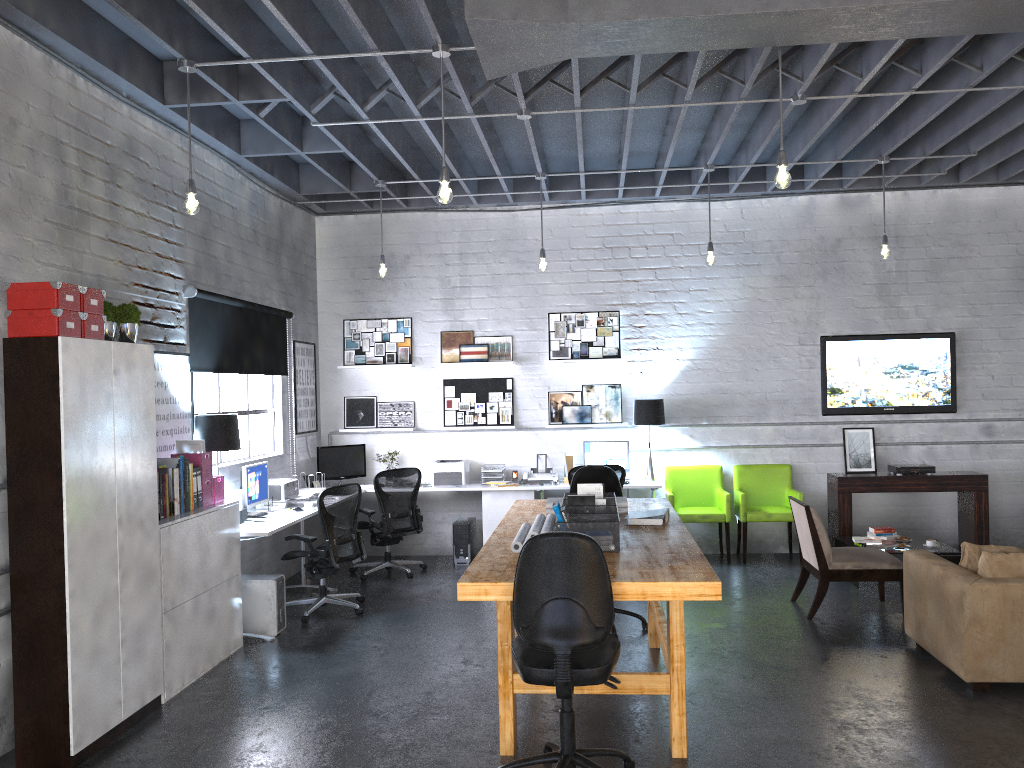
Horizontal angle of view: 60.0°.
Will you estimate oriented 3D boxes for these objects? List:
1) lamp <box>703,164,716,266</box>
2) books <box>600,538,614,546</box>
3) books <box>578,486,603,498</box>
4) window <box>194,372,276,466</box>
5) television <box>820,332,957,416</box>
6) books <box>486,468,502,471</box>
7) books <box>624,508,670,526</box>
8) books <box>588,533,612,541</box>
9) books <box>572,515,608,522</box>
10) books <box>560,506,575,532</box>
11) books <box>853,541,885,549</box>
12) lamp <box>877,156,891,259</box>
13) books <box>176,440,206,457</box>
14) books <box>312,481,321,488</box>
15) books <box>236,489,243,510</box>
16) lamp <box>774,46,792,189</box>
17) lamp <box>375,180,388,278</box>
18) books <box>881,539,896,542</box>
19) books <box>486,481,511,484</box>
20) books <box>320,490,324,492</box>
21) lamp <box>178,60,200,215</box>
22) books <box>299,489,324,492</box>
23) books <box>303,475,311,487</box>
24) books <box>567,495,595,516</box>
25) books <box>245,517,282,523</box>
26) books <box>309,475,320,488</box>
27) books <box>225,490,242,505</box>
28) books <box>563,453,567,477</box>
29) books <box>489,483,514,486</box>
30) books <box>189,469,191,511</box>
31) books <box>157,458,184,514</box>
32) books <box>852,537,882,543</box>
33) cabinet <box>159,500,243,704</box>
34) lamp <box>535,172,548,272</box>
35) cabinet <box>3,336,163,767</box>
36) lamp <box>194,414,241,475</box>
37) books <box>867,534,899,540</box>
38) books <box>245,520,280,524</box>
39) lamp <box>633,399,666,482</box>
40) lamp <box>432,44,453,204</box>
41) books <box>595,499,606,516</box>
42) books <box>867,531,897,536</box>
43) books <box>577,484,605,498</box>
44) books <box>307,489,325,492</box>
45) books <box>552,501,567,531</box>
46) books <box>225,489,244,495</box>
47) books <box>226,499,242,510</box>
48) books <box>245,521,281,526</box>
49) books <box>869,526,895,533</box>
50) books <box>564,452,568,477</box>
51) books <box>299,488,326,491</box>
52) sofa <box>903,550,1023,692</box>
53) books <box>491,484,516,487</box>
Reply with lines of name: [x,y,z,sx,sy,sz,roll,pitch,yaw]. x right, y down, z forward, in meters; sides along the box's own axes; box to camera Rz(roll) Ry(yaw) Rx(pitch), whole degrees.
lamp: [1.744,-1.484,7.822,0.104,0.878,0.104,-1,1,5]
books: [0.447,0.822,4.548,0.155,0.029,0.226,-1,0,5]
books: [0.494,0.743,5.572,0.158,0.200,0.082,-1,0,5]
window: [-2.351,0.046,7.487,0.030,1.220,1.821,-1,0,5]
television: [3.800,-0.098,8.960,1.324,0.816,0.021,-1,1,5]
books: [-0.191,0.887,9.213,0.134,0.008,0.203,-1,0,-11]
books: [0.819,0.802,5.371,0.244,0.067,0.298,-1,0,15]
books: [0.444,0.776,4.544,0.127,0.022,0.181,-1,0,0]
books: [0.415,0.751,4.859,0.232,0.027,0.185,-1,0,-23]
books: [0.298,0.736,4.536,0.097,0.209,0.157,-1,0,5]
books: [3.109,1.399,7.728,0.174,0.045,0.240,-1,0,-5]
lamp: [3.225,-1.521,7.681,0.104,0.878,0.104,-2,1,-41]
books: [-2.141,0.505,5.923,0.192,0.267,0.060,-1,1,5]
books: [-1.934,0.999,8.786,0.037,0.076,0.102,-1,0,20]
books: [-2.144,0.930,6.782,0.177,0.246,0.026,-1,1,5]
lamp: [1.459,-1.497,4.807,0.104,0.878,0.104,-1,1,5]
lamp: [-1.190,-1.411,8.100,0.104,0.878,0.104,-1,1,5]
books: [3.325,1.403,8.016,0.223,0.032,0.161,-1,0,-15]
books: [-0.132,0.987,8.876,0.211,0.014,0.148,-2,0,20]
books: [-1.951,1.022,8.461,0.297,0.006,0.210,-1,0,5]
lamp: [-1.862,-1.415,5.122,0.104,0.878,0.104,-1,1,5]
books: [-1.952,1.011,8.461,0.297,0.006,0.210,-1,0,5]
books: [-2.020,0.961,8.822,0.052,0.109,0.133,-1,0,20]
books: [0.395,0.735,5.041,0.158,0.214,0.063,-1,1,5]
books: [-1.870,1.021,6.668,0.212,0.010,0.170,-2,0,32]
books: [-1.958,0.968,8.784,0.017,0.121,0.184,-1,0,20]
books: [-2.147,0.932,6.764,0.172,0.243,0.026,-1,1,6]
books: [0.552,0.857,9.109,0.036,0.296,0.210,-1,0,5]
books: [-0.105,1.000,8.877,0.211,0.014,0.148,-1,0,-20]
books: [-2.136,0.678,5.670,0.161,0.266,0.026,-1,1,5]
books: [-2.153,0.638,5.563,0.176,0.346,0.053,-1,1,5]
books: [3.102,1.363,7.750,0.223,0.027,0.161,-1,0,15]
cabinet: [-2.176,1.325,5.652,0.465,1.021,1.151,-1,0,5]
lamp: [0.268,-1.447,7.961,0.104,0.878,0.104,-1,1,5]
cabinet: [-2.188,0.805,4.605,0.291,2.047,0.873,-1,0,5]
lamp: [-2.135,0.638,6.437,0.333,0.832,0.333,-2,1,-33]
books: [3.350,1.374,8.008,0.161,0.026,0.223,-1,0,-25]
books: [-1.874,1.032,6.664,0.209,0.012,0.158,-2,0,29]
lamp: [1.397,0.570,9.002,0.333,0.832,0.333,-2,1,-33]
lamp: [-0.387,-1.451,4.982,0.104,0.878,0.104,-1,1,5]
books: [0.467,0.747,5.065,0.143,0.188,0.061,-1,1,5]
books: [3.340,1.349,8.013,0.208,0.024,0.144,-1,0,-10]
books: [0.500,0.736,5.603,0.171,0.210,0.046,-1,1,5]
books: [-1.950,1.016,8.461,0.297,0.006,0.210,-1,0,7]
books: [0.266,0.724,4.553,0.108,0.234,0.166,-1,0,5]
books: [-2.144,0.930,6.795,0.179,0.247,0.026,-1,1,6]
books: [-2.121,0.964,6.738,0.134,0.176,0.020,-1,1,6]
books: [-1.871,1.043,6.662,0.213,0.012,0.158,-2,0,30]
books: [3.337,1.317,8.005,0.185,0.041,0.129,-1,0,0]
books: [0.561,0.856,9.113,0.043,0.296,0.210,-1,0,5]
books: [-1.951,1.006,8.465,0.297,0.006,0.210,-1,0,6]
sofa: [3.700,1.377,5.290,2.330,0.628,1.104,-1,0,5]
books: [-0.087,1.014,8.887,0.211,0.014,0.148,-1,0,-30]
